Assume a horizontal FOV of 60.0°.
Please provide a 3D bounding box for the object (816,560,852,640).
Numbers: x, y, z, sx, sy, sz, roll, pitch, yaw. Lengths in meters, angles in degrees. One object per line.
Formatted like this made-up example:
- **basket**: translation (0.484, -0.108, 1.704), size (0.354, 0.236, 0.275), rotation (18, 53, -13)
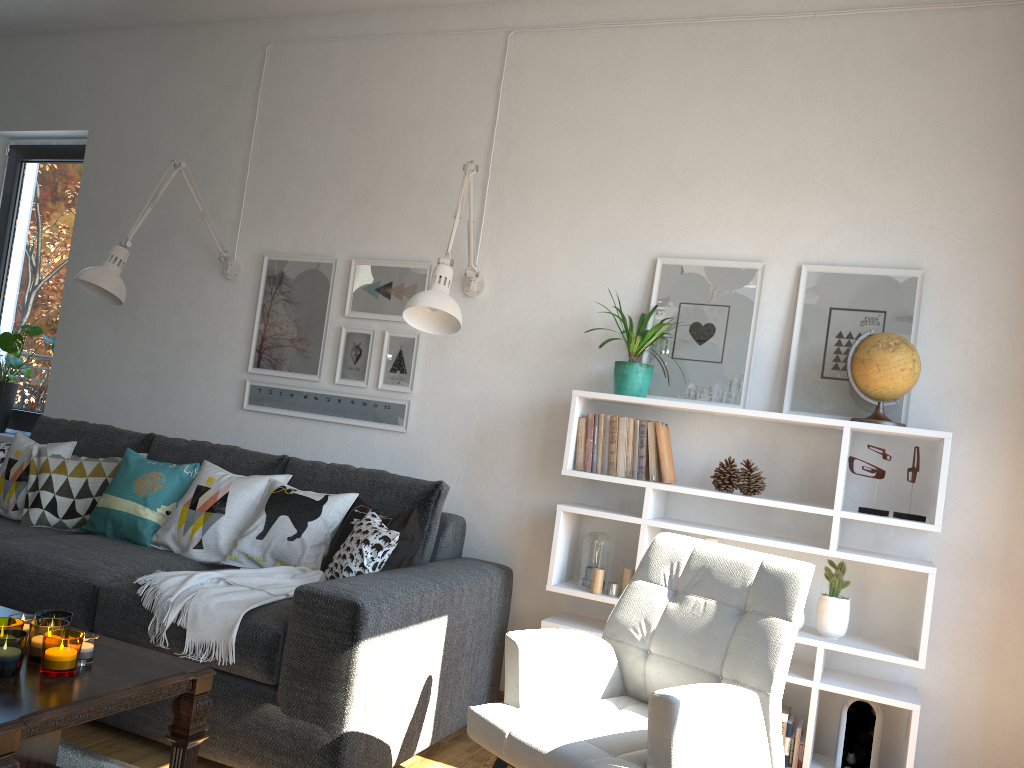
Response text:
- **object**: translation (1.012, 0.678, 2.783), size (0.097, 0.236, 0.098), rotation (7, -2, 10)

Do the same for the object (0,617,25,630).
- **object**: translation (-1.097, 0.550, 1.903), size (0.079, 0.081, 0.079), rotation (7, -3, 18)

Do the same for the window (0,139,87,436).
- **window**: translation (-2.734, 2.419, 18.401), size (13.966, 18.359, 24.408), rotation (6, -3, 29)

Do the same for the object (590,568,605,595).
- **object**: translation (0.298, 0.674, 3.076), size (0.079, 0.084, 0.176), rotation (8, -3, -9)

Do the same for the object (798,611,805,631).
- **object**: translation (0.903, 0.715, 2.833), size (0.072, 0.137, 0.072), rotation (8, -3, 3)

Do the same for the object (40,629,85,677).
- **object**: translation (-0.953, 0.568, 1.873), size (0.079, 0.081, 0.079), rotation (7, -3, 18)

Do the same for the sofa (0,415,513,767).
- **sofa**: translation (-1.556, 0.574, 2.797), size (2.507, 0.847, 2.166), rotation (6, -3, 23)

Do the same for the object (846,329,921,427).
- **object**: translation (1.172, -0.018, 2.808), size (0.216, 0.305, 0.216), rotation (6, -3, 40)

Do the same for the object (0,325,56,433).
- **object**: translation (-2.640, -0.096, 4.460), size (0.657, 0.674, 0.448), rotation (7, -3, 14)

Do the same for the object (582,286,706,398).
- **object**: translation (0.464, -0.131, 3.120), size (0.424, 0.372, 0.388), rotation (7, -3, 10)

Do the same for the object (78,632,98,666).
- **object**: translation (-0.947, 0.584, 1.952), size (0.060, 0.061, 0.060), rotation (6, -3, 28)

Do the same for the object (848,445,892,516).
- **object**: translation (1.126, 0.300, 2.807), size (0.134, 0.217, 0.066), rotation (6, -3, 38)

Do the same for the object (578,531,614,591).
- **object**: translation (0.299, 0.619, 3.127), size (0.108, 0.197, 0.109), rotation (6, -3, 34)

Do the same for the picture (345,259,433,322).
- **picture**: translation (-0.513, -0.388, 3.693), size (0.389, 0.248, 0.021), rotation (7, -3, 23)

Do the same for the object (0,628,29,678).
- **object**: translation (-1.044, 0.553, 1.823), size (0.079, 0.081, 0.079), rotation (7, -3, 18)

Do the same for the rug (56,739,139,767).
- **rug**: translation (-1.308, 0.981, 1.965), size (1.812, 0.034, 1.053), rotation (6, -3, 22)

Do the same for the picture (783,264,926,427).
- **picture**: translation (1.137, -0.130, 2.955), size (0.389, 0.532, 0.059), rotation (7, -3, 23)

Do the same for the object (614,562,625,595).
- **object**: translation (0.380, 0.672, 3.078), size (0.062, 0.108, 0.062), rotation (7, -3, 23)

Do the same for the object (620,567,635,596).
- **object**: translation (0.392, 0.675, 3.003), size (0.039, 0.099, 0.039), rotation (7, -3, 19)

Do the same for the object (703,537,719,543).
- **object**: translation (0.662, 0.642, 3.014), size (0.051, 0.238, 0.051), rotation (6, -3, 41)

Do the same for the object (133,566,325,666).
- **object**: translation (-0.894, 0.677, 2.786), size (0.488, 0.212, 0.606), rotation (7, -3, 19)

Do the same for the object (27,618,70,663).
- **object**: translation (-1.020, 0.563, 1.946), size (0.079, 0.081, 0.079), rotation (7, -3, 18)

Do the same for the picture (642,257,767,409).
- **picture**: translation (0.671, -0.183, 3.154), size (0.389, 0.532, 0.059), rotation (7, -3, 23)

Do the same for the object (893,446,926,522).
- **object**: translation (1.252, 0.309, 2.765), size (0.075, 0.230, 0.066), rotation (8, -2, 3)

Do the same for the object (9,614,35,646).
- **object**: translation (-1.124, 0.564, 2.032), size (0.060, 0.061, 0.060), rotation (6, -3, 28)

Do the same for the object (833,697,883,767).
- **object**: translation (1.068, 1.082, 2.729), size (0.126, 0.246, 0.118), rotation (6, -3, 30)

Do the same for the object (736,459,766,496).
- **object**: translation (0.793, 0.312, 2.937), size (0.101, 0.125, 0.096), rotation (6, -3, 38)

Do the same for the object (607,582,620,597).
- **object**: translation (0.343, 0.696, 3.002), size (0.040, 0.044, 0.040), rotation (10, -4, -41)

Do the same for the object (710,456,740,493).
- **object**: translation (0.721, 0.302, 2.971), size (0.095, 0.127, 0.102), rotation (9, -3, -21)

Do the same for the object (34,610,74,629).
- **object**: translation (-1.048, 0.563, 2.019), size (0.079, 0.081, 0.079), rotation (7, -3, 18)

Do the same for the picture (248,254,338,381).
- **picture**: translation (-0.955, -0.295, 3.864), size (0.389, 0.534, 0.013), rotation (7, -3, 23)

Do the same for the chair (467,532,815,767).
- **chair**: translation (0.317, 0.801, 2.126), size (0.686, 0.831, 0.545), rotation (10, -3, -42)
